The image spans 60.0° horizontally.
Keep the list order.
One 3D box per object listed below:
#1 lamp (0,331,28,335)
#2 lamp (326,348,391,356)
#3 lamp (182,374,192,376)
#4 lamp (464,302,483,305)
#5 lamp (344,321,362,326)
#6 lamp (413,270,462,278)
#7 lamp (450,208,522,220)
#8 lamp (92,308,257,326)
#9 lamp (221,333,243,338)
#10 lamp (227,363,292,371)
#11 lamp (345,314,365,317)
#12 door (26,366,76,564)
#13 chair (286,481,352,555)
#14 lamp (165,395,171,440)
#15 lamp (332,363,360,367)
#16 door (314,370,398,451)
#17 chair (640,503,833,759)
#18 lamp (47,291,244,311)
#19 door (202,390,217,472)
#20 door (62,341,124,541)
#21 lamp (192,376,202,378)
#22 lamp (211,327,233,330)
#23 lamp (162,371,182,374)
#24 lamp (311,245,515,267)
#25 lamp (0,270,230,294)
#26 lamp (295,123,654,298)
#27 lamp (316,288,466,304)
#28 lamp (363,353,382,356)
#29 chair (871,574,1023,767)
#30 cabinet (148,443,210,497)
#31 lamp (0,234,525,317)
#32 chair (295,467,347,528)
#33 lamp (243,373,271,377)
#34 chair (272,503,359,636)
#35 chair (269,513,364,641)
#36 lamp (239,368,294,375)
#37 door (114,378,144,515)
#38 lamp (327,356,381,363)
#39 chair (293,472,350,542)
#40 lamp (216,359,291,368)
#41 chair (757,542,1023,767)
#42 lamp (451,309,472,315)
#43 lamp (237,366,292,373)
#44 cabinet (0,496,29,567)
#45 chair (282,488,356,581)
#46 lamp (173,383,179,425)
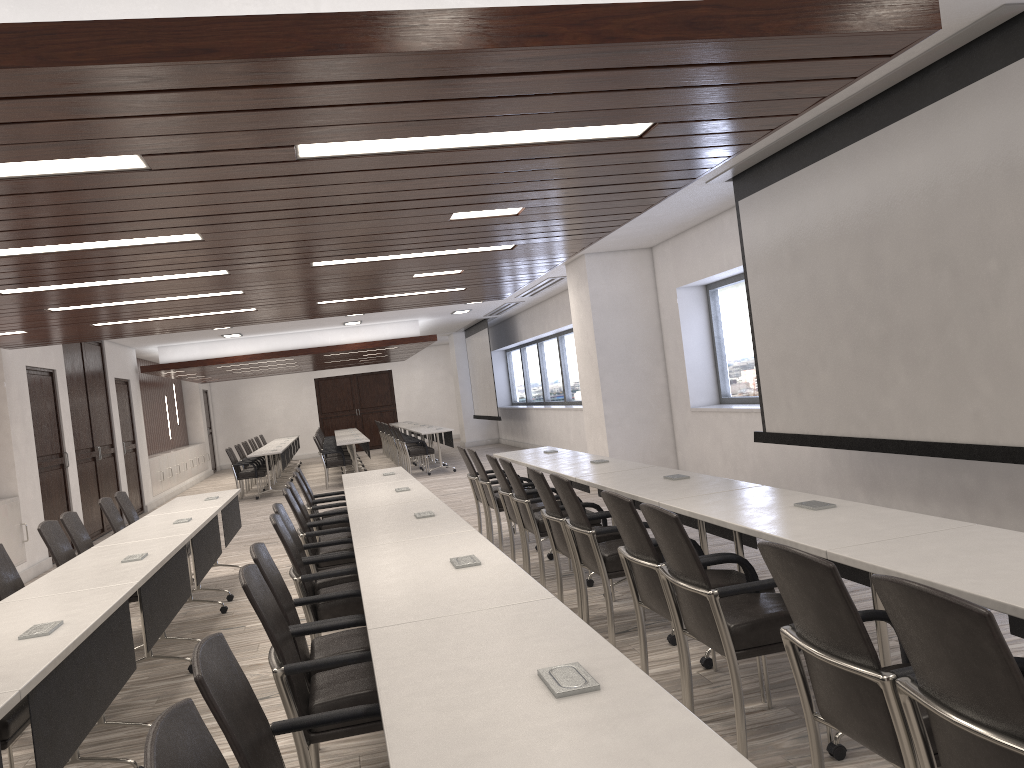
[{"bbox_3d":[-4.706,-0.480,8.132,0.464,0.045,0.236,-7,0,-12],"label":"lamp"},{"bbox_3d":[-3.031,-0.676,17.809,1.496,0.045,0.236,-7,0,-12],"label":"lamp"},{"bbox_3d":[-6.847,-0.212,18.589,0.464,0.045,0.236,-7,0,-12],"label":"lamp"},{"bbox_3d":[-0.615,-1.452,15.034,0.324,0.120,0.519,-7,0,-12],"label":"lamp"},{"bbox_3d":[-2.933,-1.169,16.300,0.324,0.120,0.519,-7,0,-12],"label":"lamp"},{"bbox_3d":[-0.641,-0.974,7.629,0.421,0.046,0.236,-7,0,-12],"label":"lamp"},{"bbox_3d":[-0.156,-1.034,5.259,0.421,0.046,0.236,-7,0,-12],"label":"lamp"},{"bbox_3d":[-3.203,-0.662,8.444,1.496,0.045,0.236,-7,0,-12],"label":"lamp"},{"bbox_3d":[-5.012,-0.917,15.868,0.324,0.120,0.519,-7,0,-12],"label":"lamp"},{"bbox_3d":[-5.344,-0.394,18.901,1.496,0.045,0.236,-7,0,-12],"label":"lamp"},{"bbox_3d":[-2.590,-1.212,14.624,0.324,0.120,0.519,-7,0,-12],"label":"lamp"},{"bbox_3d":[-5.639,0.962,10.750,0.200,2.323,1.163,-7,0,-12],"label":"door"},{"bbox_3d":[-1.291,1.147,6.567,0.638,0.939,0.513,-7,0,-12],"label":"chair"},{"bbox_3d":[-8.200,0.799,21.011,0.094,1.058,0.236,-7,0,-12],"label":"lamp"},{"bbox_3d":[-4.090,-0.543,22.980,1.496,0.045,0.236,-7,0,-12],"label":"lamp"},{"bbox_3d":[-4.655,0.855,26.791,2.329,2.323,0.200,-7,0,-12],"label":"door"},{"bbox_3d":[0.880,0.880,3.380,0.638,0.939,0.513,-7,0,-11],"label":"chair"},{"bbox_3d":[-2.938,-0.695,7.152,1.496,0.045,0.236,-7,0,-12],"label":"lamp"},{"bbox_3d":[-8.517,1.323,24.807,0.200,2.323,1.163,-7,0,-12],"label":"door"},{"bbox_3d":[-6.102,0.735,12.844,0.200,2.889,2.327,-7,0,-12],"label":"door"},{"bbox_3d":[-7.111,-0.179,19.882,0.464,0.045,0.236,-7,0,-12],"label":"lamp"},{"bbox_3d":[-4.669,-0.960,14.192,0.324,0.120,0.519,-7,0,-12],"label":"lamp"},{"bbox_3d":[-6.538,-0.250,17.081,0.464,0.045,0.236,-7,0,-12],"label":"lamp"},{"bbox_3d":[-0.714,-0.966,6.491,1.496,0.045,0.236,-7,0,-12],"label":"lamp"},{"bbox_3d":[-2.718,-0.723,6.074,1.496,0.045,0.236,-7,0,-12],"label":"lamp"},{"bbox_3d":[0.309,-1.343,9.344,1.499,0.552,12.001,-7,0,5],"label":"lamp"},{"bbox_3d":[-1.200,-0.905,8.861,1.496,0.045,0.236,-7,0,-12],"label":"lamp"},{"bbox_3d":[-3.046,-0.673,19.379,0.421,0.046,0.236,-7,0,-12],"label":"lamp"},{"bbox_3d":[1.195,0.841,1.901,0.638,0.939,0.513,-7,0,-11],"label":"chair"},{"bbox_3d":[-7.538,1.836,19.890,0.476,0.698,7.540,-7,0,-12],"label":"cabinet"},{"bbox_3d":[-1.196,-1.159,11.407,1.469,0.552,14.295,-7,0,11],"label":"lamp"},{"bbox_3d":[-1.589,1.184,8.067,0.638,0.939,0.513,-7,0,-13],"label":"chair"},{"bbox_3d":[-6.093,-0.300,22.564,1.496,0.045,0.236,-7,0,-12],"label":"lamp"},{"bbox_3d":[-0.991,1.109,5.088,0.638,0.939,0.513,-7,0,-11],"label":"chair"},{"bbox_3d":[-0.866,1.093,4.572,0.638,0.939,0.513,-7,0,-13],"label":"chair"},{"bbox_3d":[-5.829,-0.333,21.271,1.496,0.045,0.236,-7,0,-12],"label":"lamp"},{"bbox_3d":[-6.495,1.070,14.933,0.200,2.323,1.163,-7,0,-12],"label":"door"},{"bbox_3d":[-3.605,-0.604,20.610,1.496,0.045,0.236,-7,0,-12],"label":"lamp"},{"bbox_3d":[-1.486,1.171,7.550,0.638,0.939,0.513,-7,0,-12],"label":"chair"},{"bbox_3d":[-5.035,-0.433,17.393,1.496,0.045,0.236,-7,0,-12],"label":"lamp"},{"bbox_3d":[1.077,0.856,2.409,0.638,0.939,0.513,-7,0,-12],"label":"chair"},{"bbox_3d":[-0.958,-1.409,16.710,0.324,0.120,0.519,-7,0,-12],"label":"lamp"},{"bbox_3d":[-5.608,-0.361,20.194,1.496,0.045,0.236,-7,0,-12],"label":"lamp"},{"bbox_3d":[-4.645,1.474,5.754,0.476,0.698,7.540,-7,0,-12],"label":"cabinet"},{"bbox_3d":[-1.188,1.134,6.054,0.638,0.939,0.513,-7,0,-12],"label":"chair"},{"bbox_3d":[-8.503,0.516,22.304,0.094,1.058,0.236,-7,0,-12],"label":"lamp"}]
